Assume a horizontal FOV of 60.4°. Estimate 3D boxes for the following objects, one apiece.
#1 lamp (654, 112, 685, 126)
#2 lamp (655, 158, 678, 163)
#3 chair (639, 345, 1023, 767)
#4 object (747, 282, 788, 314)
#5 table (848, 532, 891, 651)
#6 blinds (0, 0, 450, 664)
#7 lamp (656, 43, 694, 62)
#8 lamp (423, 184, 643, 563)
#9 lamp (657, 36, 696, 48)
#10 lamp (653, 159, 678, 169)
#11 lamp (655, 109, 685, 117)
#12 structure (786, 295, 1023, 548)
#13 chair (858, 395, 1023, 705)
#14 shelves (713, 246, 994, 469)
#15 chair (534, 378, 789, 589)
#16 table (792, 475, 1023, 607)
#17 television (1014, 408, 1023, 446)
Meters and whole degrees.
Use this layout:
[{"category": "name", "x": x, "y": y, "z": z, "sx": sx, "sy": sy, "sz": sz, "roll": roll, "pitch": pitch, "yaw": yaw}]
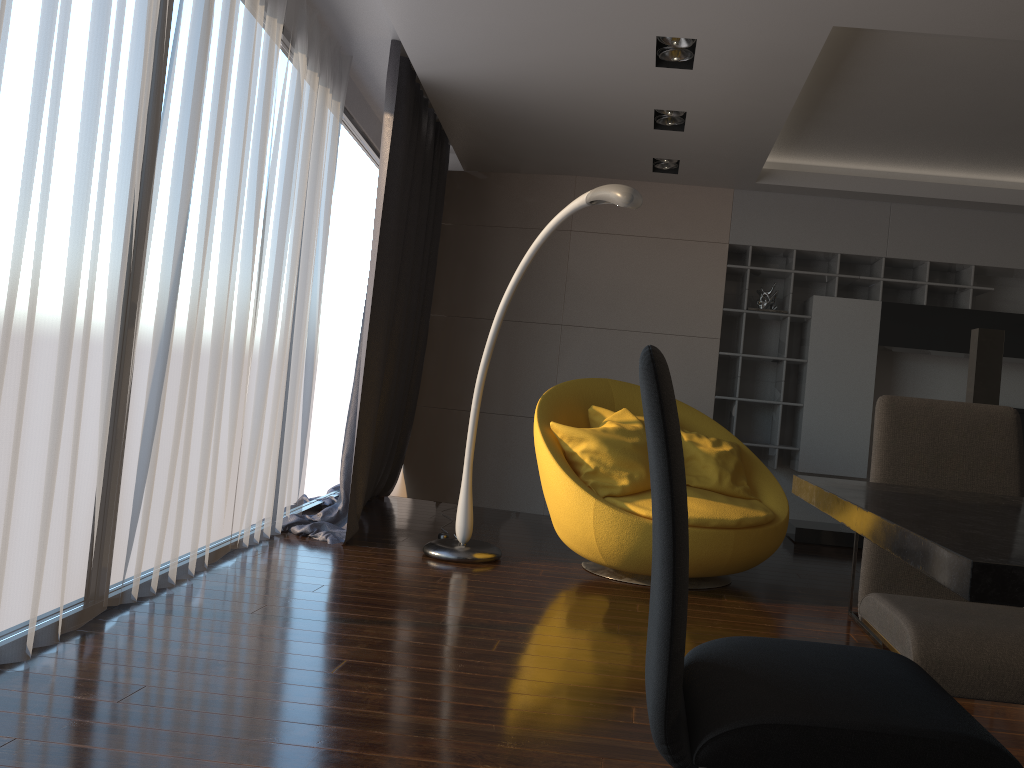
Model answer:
[{"category": "lamp", "x": 0.917, "y": -1.546, "z": 5.115, "sx": 0.172, "sy": 0.077, "sz": 0.182, "roll": 5, "pitch": -1, "yaw": 18}, {"category": "lamp", "x": 1.037, "y": -1.529, "z": 5.900, "sx": 0.170, "sy": 0.077, "sz": 0.184, "roll": 5, "pitch": -1, "yaw": 25}, {"category": "chair", "x": 0.439, "y": 0.454, "z": 1.367, "sx": 0.568, "sy": 0.965, "sz": 0.431, "roll": 5, "pitch": -1, "yaw": 5}, {"category": "object", "x": 1.884, "y": -0.634, "z": 6.515, "sx": 0.282, "sy": 0.227, "sz": 0.287, "roll": 5, "pitch": -1, "yaw": 6}, {"category": "table", "x": 1.759, "y": 0.800, "z": 3.773, "sx": 0.447, "sy": 0.563, "sz": 0.606, "roll": 5, "pitch": -1, "yaw": 7}, {"category": "blinds", "x": -1.016, "y": -0.634, "z": 2.956, "sx": 0.750, "sy": 2.895, "sz": 7.465, "roll": 6, "pitch": -1, "yaw": 2}, {"category": "lamp", "x": 0.771, "y": -1.567, "z": 4.151, "sx": 0.172, "sy": 0.077, "sz": 0.182, "roll": 5, "pitch": -1, "yaw": 18}, {"category": "lamp", "x": -0.261, "y": 0.007, "z": 5.421, "sx": 0.597, "sy": 1.780, "sz": 4.118, "roll": 6, "pitch": -1, "yaw": -12}, {"category": "lamp", "x": 0.744, "y": -1.571, "z": 3.971, "sx": 0.177, "sy": 0.077, "sz": 0.176, "roll": 5, "pitch": -1, "yaw": 1}, {"category": "lamp", "x": 1.064, "y": -1.525, "z": 6.080, "sx": 0.172, "sy": 0.077, "sz": 0.182, "roll": 5, "pitch": -1, "yaw": 18}, {"category": "lamp", "x": 0.890, "y": -1.550, "z": 4.935, "sx": 0.170, "sy": 0.077, "sz": 0.184, "roll": 5, "pitch": -1, "yaw": 25}, {"category": "structure", "x": 3.545, "y": 0.376, "z": 6.418, "sx": 2.867, "sy": 1.767, "sz": 0.482, "roll": 5, "pitch": -2, "yaw": 3}, {"category": "chair", "x": 1.054, "y": 0.517, "z": 2.020, "sx": 0.424, "sy": 0.965, "sz": 0.577, "roll": 5, "pitch": -1, "yaw": 7}, {"category": "shelves", "x": 2.483, "y": -0.130, "z": 6.530, "sx": 1.911, "sy": 1.601, "sz": 0.381, "roll": 6, "pitch": -2, "yaw": 3}, {"category": "chair", "x": 0.805, "y": 0.493, "z": 4.693, "sx": 1.589, "sy": 1.006, "sz": 1.083, "roll": 6, "pitch": -1, "yaw": -28}, {"category": "table", "x": 1.281, "y": 0.637, "z": 1.329, "sx": 1.591, "sy": 0.760, "sz": 1.047, "roll": 5, "pitch": -1, "yaw": 4}, {"category": "television", "x": 3.888, "y": 0.552, "z": 6.572, "sx": 1.094, "sy": 0.715, "sz": 0.145, "roll": 5, "pitch": -2, "yaw": 3}]
